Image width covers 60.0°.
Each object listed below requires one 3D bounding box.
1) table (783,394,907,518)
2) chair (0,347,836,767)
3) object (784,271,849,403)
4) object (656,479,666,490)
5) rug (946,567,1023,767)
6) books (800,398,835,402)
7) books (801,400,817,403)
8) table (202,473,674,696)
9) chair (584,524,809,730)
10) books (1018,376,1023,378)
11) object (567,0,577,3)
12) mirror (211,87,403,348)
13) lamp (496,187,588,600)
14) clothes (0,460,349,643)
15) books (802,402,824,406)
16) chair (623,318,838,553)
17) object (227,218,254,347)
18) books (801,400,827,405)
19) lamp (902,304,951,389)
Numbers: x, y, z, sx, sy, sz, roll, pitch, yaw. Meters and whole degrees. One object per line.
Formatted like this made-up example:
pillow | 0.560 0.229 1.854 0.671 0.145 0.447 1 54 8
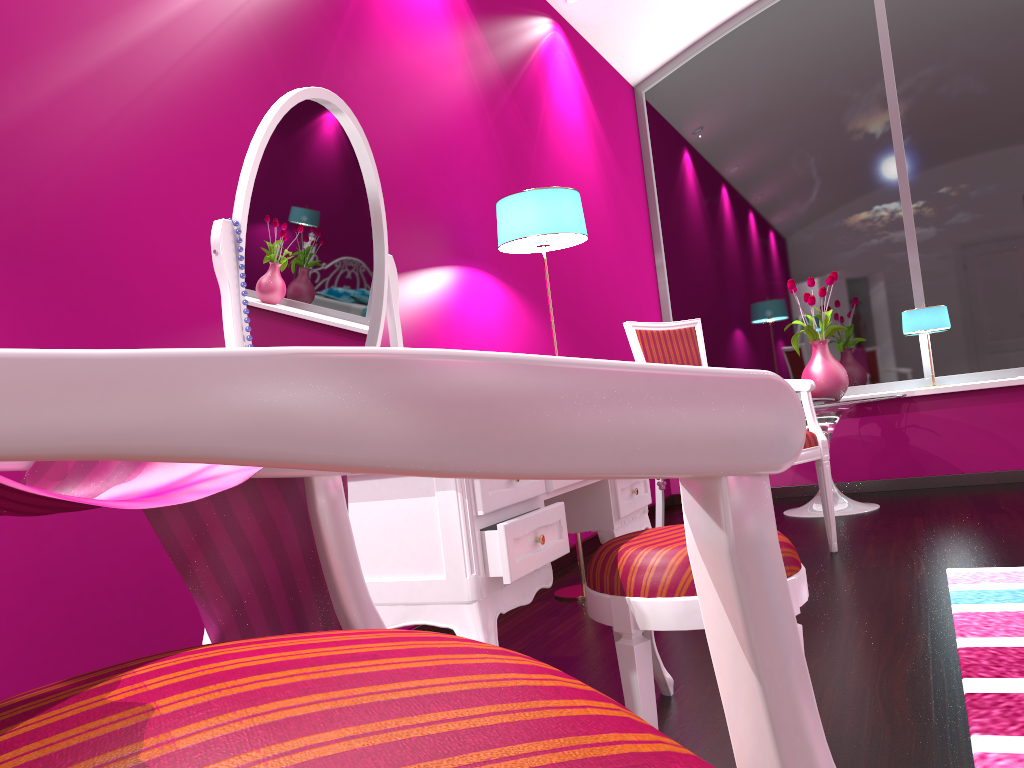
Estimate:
table | 1.453 0.338 4.130 0.771 0.500 0.770 -6 -2 -21
chair | -0.179 0.193 0.467 0.511 0.901 0.528 -5 -2 -31
object | 1.439 -0.215 4.178 0.264 0.614 0.242 -7 -2 -2
object | 0.277 0.140 1.750 0.032 0.143 0.063 -8 -2 25
rug | 1.473 0.482 1.364 1.400 0.018 2.100 -8 -2 24
books | 1.281 0.085 4.049 0.221 0.020 0.300 -6 -2 -24
books | 1.205 0.095 4.067 0.220 0.007 0.300 -5 -2 -30
table | -0.061 0.377 1.567 0.526 0.592 0.856 -8 -2 24
chair | 0.297 0.428 1.382 0.337 0.390 0.337 -7 -2 21
books | 2.673 -0.053 4.334 0.300 0.007 0.220 -7 -2 13
object | 0.289 -1.839 4.183 0.085 0.058 0.080 -8 -2 24
mirror | -0.362 -0.142 1.696 0.138 0.829 0.544 -8 -2 24
lamp | 0.160 0.017 2.940 0.303 1.352 0.303 -8 -3 34
clothes | -0.318 0.144 0.562 0.162 0.777 0.601 -8 -2 28
books | 1.231 0.105 4.038 0.220 0.007 0.300 -6 -2 -21
chair | 0.762 0.182 3.167 0.528 0.901 0.511 -5 -3 -35
object | -0.454 -0.119 1.488 0.044 0.320 0.022 -8 -2 24
books | 1.238 0.098 4.036 0.220 0.007 0.300 -5 -2 -30
lamp | 2.161 -0.200 4.599 0.229 0.438 0.229 -6 -2 -21
